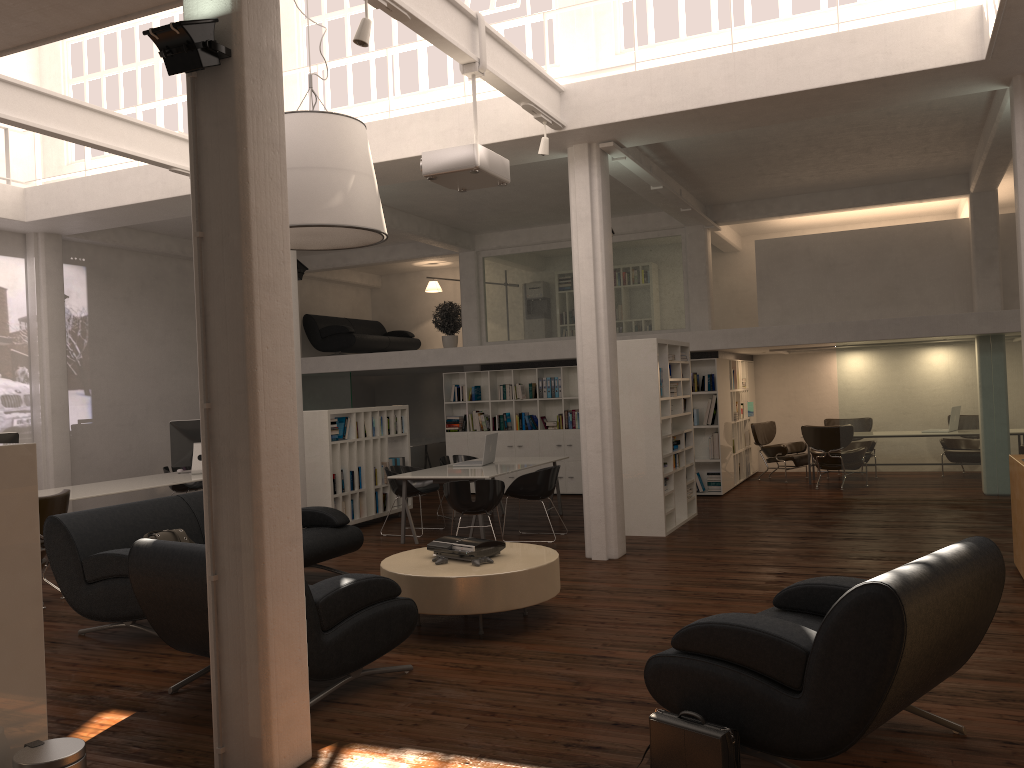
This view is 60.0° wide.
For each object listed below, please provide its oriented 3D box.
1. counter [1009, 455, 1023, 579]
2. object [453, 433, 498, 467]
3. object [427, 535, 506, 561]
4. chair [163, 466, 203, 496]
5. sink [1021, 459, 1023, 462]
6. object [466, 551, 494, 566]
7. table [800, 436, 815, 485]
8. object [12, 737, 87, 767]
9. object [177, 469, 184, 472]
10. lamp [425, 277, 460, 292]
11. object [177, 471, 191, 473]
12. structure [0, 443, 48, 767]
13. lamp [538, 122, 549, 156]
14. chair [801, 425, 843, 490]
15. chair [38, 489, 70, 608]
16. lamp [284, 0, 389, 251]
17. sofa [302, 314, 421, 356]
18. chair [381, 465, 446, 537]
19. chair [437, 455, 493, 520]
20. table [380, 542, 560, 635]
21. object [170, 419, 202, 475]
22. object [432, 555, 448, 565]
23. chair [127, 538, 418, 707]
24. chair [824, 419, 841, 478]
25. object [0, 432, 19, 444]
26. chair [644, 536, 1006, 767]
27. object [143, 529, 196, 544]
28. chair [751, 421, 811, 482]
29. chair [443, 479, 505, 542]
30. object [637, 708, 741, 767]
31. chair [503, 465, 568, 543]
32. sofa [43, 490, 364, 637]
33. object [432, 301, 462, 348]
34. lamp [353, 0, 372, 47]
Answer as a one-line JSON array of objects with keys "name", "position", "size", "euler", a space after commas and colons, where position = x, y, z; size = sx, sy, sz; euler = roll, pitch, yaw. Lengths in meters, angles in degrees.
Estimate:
[{"name": "counter", "position": [4.181, 1.335, 6.047], "size": [0.689, 1.141, 6.858], "euler": [-3, 0, 24]}, {"name": "object", "position": [-0.563, 1.020, 13.823], "size": [0.557, 0.470, 0.702], "euler": [-3, 0, 14]}, {"name": "object", "position": [-0.419, 1.499, 8.136], "size": [0.558, 0.163, 0.471], "euler": [-3, -1, 44]}, {"name": "chair", "position": [-5.742, 1.944, 15.656], "size": [0.757, 1.004, 0.795], "euler": [-3, 0, 24]}, {"name": "sink", "position": [4.943, 0.595, 7.852], "size": [0.596, 0.774, 1.757], "euler": [-3, 0, 24]}, {"name": "object", "position": [-0.302, 1.524, 7.775], "size": [0.193, 0.099, 0.231], "euler": [-2, -1, -43]}, {"name": "table", "position": [7.576, 1.392, 16.788], "size": [3.900, 0.947, 1.040], "euler": [-3, 0, 24]}, {"name": "object", "position": [-2.179, 1.968, 4.212], "size": [0.415, 0.465, 0.311], "euler": [-3, 0, 7]}, {"name": "object", "position": [-5.617, 1.466, 15.013], "size": [0.108, 0.052, 0.194], "euler": [-2, 0, -20]}, {"name": "lamp", "position": [-1.048, -2.488, 21.551], "size": [2.635, 0.513, 0.447], "euler": [-3, -1, 33]}, {"name": "object", "position": [-5.196, 1.458, 14.903], "size": [0.804, 0.032, 0.217], "euler": [-2, 0, -21]}, {"name": "structure", "position": [-4.783, 1.351, 2.996], "size": [3.131, 1.914, 4.752], "euler": [-3, 0, 24]}, {"name": "lamp", "position": [0.344, -2.658, 9.640], "size": [0.136, 0.357, 0.117], "euler": [-3, -1, 30]}, {"name": "chair", "position": [6.027, 1.332, 16.541], "size": [0.994, 1.183, 0.991], "euler": [-3, -1, 39]}, {"name": "chair", "position": [-5.348, 1.783, 9.549], "size": [0.991, 1.183, 0.994], "euler": [-3, 0, -1]}, {"name": "lamp", "position": [-2.004, -3.558, 8.717], "size": [1.386, 4.284, 1.386], "euler": [-3, -1, 38]}, {"name": "sofa", "position": [-3.648, -1.133, 22.003], "size": [1.467, 1.119, 3.087], "euler": [-3, 0, 24]}, {"name": "chair", "position": [-1.519, 1.740, 13.385], "size": [0.757, 1.004, 0.795], "euler": [-3, 0, 24]}, {"name": "chair", "position": [-0.846, 1.722, 15.006], "size": [0.795, 1.004, 0.757], "euler": [-2, -1, -31]}, {"name": "table", "position": [-0.370, 1.866, 8.083], "size": [1.616, 0.570, 1.616], "euler": [-3, 0, 17]}, {"name": "object", "position": [-5.112, 1.024, 14.509], "size": [0.886, 0.888, 0.347], "euler": [-2, 0, -21]}, {"name": "object", "position": [-0.641, 1.559, 7.889], "size": [0.119, 0.062, 0.193], "euler": [-2, 0, -15]}, {"name": "chair", "position": [-1.704, 1.632, 6.454], "size": [1.454, 1.130, 1.481], "euler": [-3, -1, 35]}, {"name": "chair", "position": [6.948, 1.304, 18.229], "size": [0.994, 1.183, 0.991], "euler": [-3, 0, 19]}, {"name": "object", "position": [-6.544, 1.060, 10.910], "size": [0.347, 0.888, 0.886], "euler": [-3, -1, 44]}, {"name": "chair", "position": [1.751, 1.467, 4.968], "size": [1.454, 1.130, 1.481], "euler": [-2, -1, -45]}, {"name": "object", "position": [-3.358, 1.602, 8.753], "size": [0.331, 0.352, 0.586], "euler": [-3, -1, 39]}, {"name": "chair", "position": [5.513, 1.368, 18.226], "size": [0.991, 1.183, 0.994], "euler": [-3, -1, 44]}, {"name": "chair", "position": [-0.468, 1.677, 11.210], "size": [0.795, 1.004, 0.757], "euler": [-3, 0, -1]}, {"name": "object", "position": [0.908, 1.880, 4.576], "size": [0.618, 0.376, 0.271], "euler": [-3, -1, 40]}, {"name": "chair", "position": [0.318, 1.651, 12.385], "size": [0.757, 1.004, 0.795], "euler": [-3, 0, 19]}, {"name": "sofa", "position": [-3.007, 1.716, 9.227], "size": [1.467, 1.119, 3.087], "euler": [-3, 0, 24]}, {"name": "object", "position": [-1.363, -1.268, 19.476], "size": [0.793, 1.127, 0.770], "euler": [-3, 0, 22]}, {"name": "lamp", "position": [-1.087, -2.619, 6.395], "size": [0.136, 0.357, 0.117], "euler": [-3, 0, 17]}]
